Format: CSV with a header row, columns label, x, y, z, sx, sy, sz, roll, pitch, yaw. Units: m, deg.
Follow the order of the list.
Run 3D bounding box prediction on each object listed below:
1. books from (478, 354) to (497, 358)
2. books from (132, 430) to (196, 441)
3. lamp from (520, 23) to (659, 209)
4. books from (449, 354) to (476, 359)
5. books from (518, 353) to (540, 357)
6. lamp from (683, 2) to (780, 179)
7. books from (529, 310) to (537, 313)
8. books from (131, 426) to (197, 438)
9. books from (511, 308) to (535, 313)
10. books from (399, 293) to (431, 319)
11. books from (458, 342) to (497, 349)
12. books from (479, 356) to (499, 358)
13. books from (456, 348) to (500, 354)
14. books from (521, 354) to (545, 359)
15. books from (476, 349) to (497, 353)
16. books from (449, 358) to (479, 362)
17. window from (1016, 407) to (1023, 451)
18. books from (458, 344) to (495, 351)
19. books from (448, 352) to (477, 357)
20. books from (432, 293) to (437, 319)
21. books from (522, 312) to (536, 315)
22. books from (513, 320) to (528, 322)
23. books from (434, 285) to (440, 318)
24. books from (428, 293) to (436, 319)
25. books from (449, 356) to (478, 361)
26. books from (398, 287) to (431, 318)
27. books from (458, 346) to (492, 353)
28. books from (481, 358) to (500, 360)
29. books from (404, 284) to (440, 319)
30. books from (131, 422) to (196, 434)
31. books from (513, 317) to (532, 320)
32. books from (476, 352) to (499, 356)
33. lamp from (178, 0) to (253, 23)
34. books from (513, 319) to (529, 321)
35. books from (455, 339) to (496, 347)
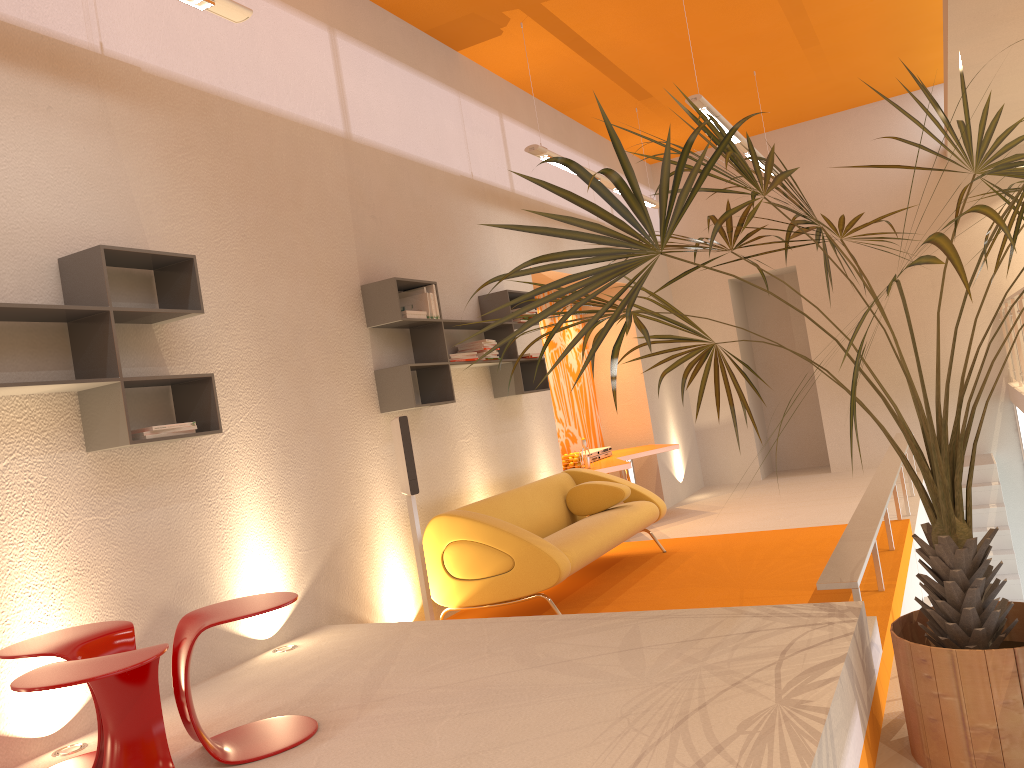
label,x,y,z,sx,sy,sz,roll,pitch,yaw
books,-0.235,-0.186,6.274,0.190,0.015,0.254,-10,-2,17
books,-1.479,0.220,3.679,0.190,0.015,0.254,-10,-2,27
lamp,0.768,-2.301,8.000,0.120,1.052,3.195,-10,-2,26
books,-0.395,-0.169,5.953,0.190,0.015,0.254,-10,-2,37
books,0.088,-0.213,6.879,0.226,0.017,0.230,-10,-2,26
lamp,1.854,-2.492,7.457,0.120,1.052,3.195,-10,-2,26
books,0.041,-0.544,6.891,0.254,0.015,0.190,-10,-2,33
books,-1.475,0.205,3.685,0.190,0.015,0.254,-10,-2,33
books,0.029,-0.558,6.882,0.226,0.017,0.230,-10,-2,26
books,-0.626,-0.476,5.643,0.230,0.169,0.023,-10,-2,26
books,-0.243,-0.272,6.283,0.190,0.015,0.254,-10,-2,23
books,-0.231,-0.173,6.284,0.190,0.011,0.268,-10,-2,23
books,-0.238,-0.232,6.289,0.210,0.013,0.297,-10,-2,21
books,0.100,-0.199,6.888,0.254,0.015,0.190,-10,-2,33
books,-0.245,-0.215,6.289,0.230,0.017,0.226,-10,-2,16
books,-0.383,-0.145,5.964,0.210,0.013,0.297,-11,-2,41
window,5.508,2.101,9.000,0.006,3.760,2.078,-10,-2,26
books,-0.246,-0.256,6.276,0.190,0.015,0.254,-10,-2,17
books,-0.391,-0.185,5.958,0.190,0.015,0.254,-11,-2,43
books,-0.599,-0.479,5.721,0.230,0.169,0.027,-10,-2,26
books,0.040,-0.527,6.894,0.230,0.017,0.226,-10,-2,21
books,0.039,-0.470,6.894,0.210,0.013,0.297,-10,-2,26
books,-0.584,-0.509,5.758,0.230,0.227,0.017,-10,-2,26
books,-0.604,-0.479,5.693,0.230,0.169,0.027,-10,-2,26
books,-0.388,-0.157,5.961,0.190,0.011,0.268,-11,-2,43
books,-0.629,-0.495,5.677,0.207,0.210,0.021,-10,-2,26
books,-0.242,-0.243,6.286,0.190,0.011,0.268,-10,-2,23
books,-0.227,-0.161,6.287,0.210,0.013,0.297,-10,-2,21
books,-0.587,-0.509,5.738,0.230,0.227,0.017,-10,-2,26
books,-1.487,0.191,3.695,0.230,0.017,0.227,-10,-2,26
books,0.041,-0.496,6.907,0.190,0.015,0.254,-10,-2,22
books,-0.232,-0.202,6.281,0.190,0.015,0.254,-10,-2,23
lamp,-1.955,-2.015,2.448,0.120,1.052,3.195,-10,-2,26
books,0.040,-0.482,6.897,0.190,0.011,0.268,-10,-2,28
books,-0.257,-0.286,6.291,0.230,0.017,0.226,-10,-2,16
